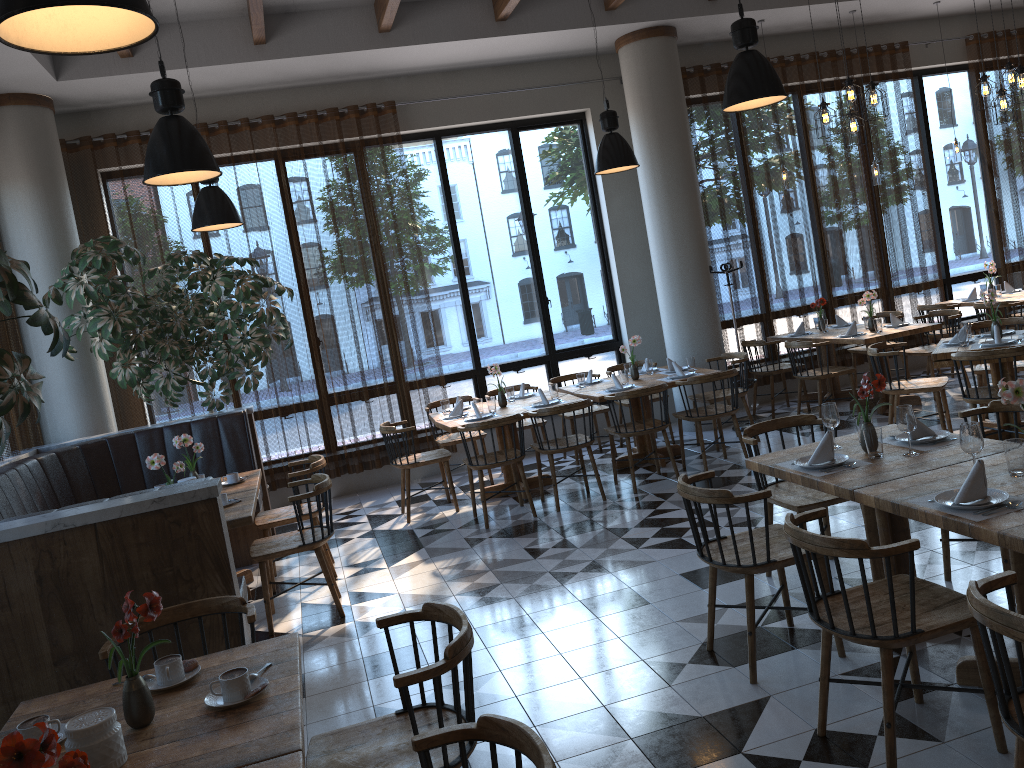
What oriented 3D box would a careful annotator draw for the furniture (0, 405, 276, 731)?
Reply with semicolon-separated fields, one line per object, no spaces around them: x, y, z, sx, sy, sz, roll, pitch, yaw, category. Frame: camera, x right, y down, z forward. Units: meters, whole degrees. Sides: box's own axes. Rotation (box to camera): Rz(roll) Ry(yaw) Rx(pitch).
-2.578;1.056;5.568;1.921;1.147;4.044;-11;6;-13;furniture

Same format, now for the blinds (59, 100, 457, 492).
-2.398;-0.765;8.599;3.204;3.572;0.155;-11;4;-13;blinds

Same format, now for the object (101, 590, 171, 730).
-1.014;0.750;2.436;0.156;0.354;0.172;-7;5;34;object

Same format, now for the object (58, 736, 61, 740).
-1.272;0.971;2.338;0.156;0.012;0.034;-15;8;-42;object

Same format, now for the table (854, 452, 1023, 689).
1.908;0.735;3.177;0.852;0.762;0.851;-11;5;-13;table

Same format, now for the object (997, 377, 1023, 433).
1.811;0.165;3.127;0.146;0.399;0.208;-7;5;35;object

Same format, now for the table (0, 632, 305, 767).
-0.948;1.305;2.460;0.852;0.762;0.851;-11;5;-13;table

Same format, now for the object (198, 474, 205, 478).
-2.241;0.688;6.353;0.176;0.066;0.176;-12;6;-23;object

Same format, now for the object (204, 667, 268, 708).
-0.780;0.849;2.500;0.175;0.066;0.176;-10;6;2;object

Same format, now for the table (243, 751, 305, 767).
-0.740;1.358;1.632;0.852;0.762;0.851;-11;5;-13;table

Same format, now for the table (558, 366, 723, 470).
1.188;0.336;8.049;1.215;0.761;1.218;-11;5;-10;table

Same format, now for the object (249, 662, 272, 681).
-0.751;0.851;2.632;0.034;0.023;0.156;-9;6;12;object

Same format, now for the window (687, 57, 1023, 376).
1.255;-1.340;8.685;15.200;3.156;4.486;-14;7;-37;window

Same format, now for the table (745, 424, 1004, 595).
1.700;0.682;4.004;0.852;0.762;0.851;-11;5;-13;table

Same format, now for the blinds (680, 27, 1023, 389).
5.293;-2.297;10.503;7.278;3.572;0.160;-11;4;-14;blinds

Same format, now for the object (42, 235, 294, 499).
-2.714;0.033;7.578;1.477;2.773;1.763;-7;5;35;object

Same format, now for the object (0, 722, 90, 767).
-0.846;0.807;1.634;0.156;0.354;0.171;-12;5;-28;object

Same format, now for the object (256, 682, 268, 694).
-0.709;0.858;2.495;0.050;0.023;0.052;-12;6;-18;object

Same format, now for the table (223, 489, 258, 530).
-1.902;1.165;5.292;0.852;0.762;0.851;-11;5;-13;table

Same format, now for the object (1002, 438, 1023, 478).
1.867;0.275;3.279;0.080;0.132;0.080;-9;4;16;object

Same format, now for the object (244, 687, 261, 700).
-0.722;0.861;2.463;0.050;0.023;0.052;-12;6;-18;object

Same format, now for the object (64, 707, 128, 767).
-1.039;0.894;2.206;0.129;0.128;0.130;-7;6;30;object

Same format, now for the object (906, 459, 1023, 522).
1.585;0.344;3.074;0.272;0.137;0.352;-11;6;-13;object

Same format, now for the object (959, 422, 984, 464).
1.727;0.253;3.320;0.081;0.215;0.082;-7;5;40;object

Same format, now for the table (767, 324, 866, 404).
3.376;-0.194;9.469;0.852;0.762;0.851;-11;5;-13;table

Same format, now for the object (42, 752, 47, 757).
-1.242;0.970;2.312;0.053;0.025;0.049;-14;7;-36;object

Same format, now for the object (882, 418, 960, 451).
1.871;0.189;4.053;0.272;0.137;0.352;-11;6;-13;object

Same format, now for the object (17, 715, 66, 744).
-1.290;0.947;2.399;0.175;0.066;0.177;-6;7;31;object

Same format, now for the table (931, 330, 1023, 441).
3.737;0.039;6.719;0.862;0.762;0.869;-7;6;31;table

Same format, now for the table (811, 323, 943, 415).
3.586;-0.141;8.639;0.852;0.762;0.851;-11;5;-13;table

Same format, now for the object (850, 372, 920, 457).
1.641;0.132;3.924;0.166;0.354;0.296;-10;5;-8;object

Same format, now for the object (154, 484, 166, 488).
-2.453;0.741;6.194;0.175;0.066;0.176;-10;6;0;object

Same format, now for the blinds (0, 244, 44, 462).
-3.503;-0.161;4.757;0.155;3.571;5.552;-11;5;-13;blinds

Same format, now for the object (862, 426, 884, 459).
1.587;0.259;3.883;0.080;0.132;0.080;-8;5;21;object

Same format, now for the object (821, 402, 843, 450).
1.510;0.198;4.182;0.081;0.215;0.082;-7;5;40;object

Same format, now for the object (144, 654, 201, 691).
-1.044;0.873;2.702;0.176;0.066;0.175;-13;7;-28;object

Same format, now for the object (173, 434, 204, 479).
-2.209;0.538;6.112;0.207;0.399;0.146;-10;4;-8;object

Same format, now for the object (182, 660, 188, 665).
-1.033;0.884;2.771;0.052;0.023;0.050;-11;6;-15;object

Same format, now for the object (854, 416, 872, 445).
1.650;0.220;4.141;0.080;0.132;0.080;-9;4;16;object

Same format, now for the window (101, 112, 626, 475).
-1.295;-0.948;9.129;4.974;3.158;0.365;-11;4;-14;window

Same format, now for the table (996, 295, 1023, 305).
5.688;-0.560;9.161;0.852;0.762;0.851;-11;5;-13;table

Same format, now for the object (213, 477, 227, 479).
-2.117;0.681;6.406;0.155;0.023;0.034;-12;6;-23;object

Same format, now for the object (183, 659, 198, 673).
-1.002;0.877;2.758;0.052;0.023;0.050;-11;6;-15;object

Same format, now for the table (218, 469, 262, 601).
-2.111;1.112;6.120;0.852;0.762;0.851;-11;5;-13;table

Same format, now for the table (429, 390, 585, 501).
-0.016;0.576;7.750;1.215;0.761;1.218;-11;5;-10;table

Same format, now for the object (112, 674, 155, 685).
-1.169;0.912;2.736;0.155;0.023;0.034;-8;5;14;object

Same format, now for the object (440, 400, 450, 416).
-0.584;0.211;7.819;0.080;0.132;0.080;-12;5;-28;object

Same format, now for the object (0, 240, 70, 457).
-2.131;0.433;2.917;1.486;2.773;1.751;-13;5;-33;object

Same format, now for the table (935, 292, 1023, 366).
5.478;-0.613;9.991;0.852;0.762;0.851;-11;5;-13;table

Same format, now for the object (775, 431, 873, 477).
1.368;0.288;3.937;0.272;0.137;0.352;-11;6;-13;object
